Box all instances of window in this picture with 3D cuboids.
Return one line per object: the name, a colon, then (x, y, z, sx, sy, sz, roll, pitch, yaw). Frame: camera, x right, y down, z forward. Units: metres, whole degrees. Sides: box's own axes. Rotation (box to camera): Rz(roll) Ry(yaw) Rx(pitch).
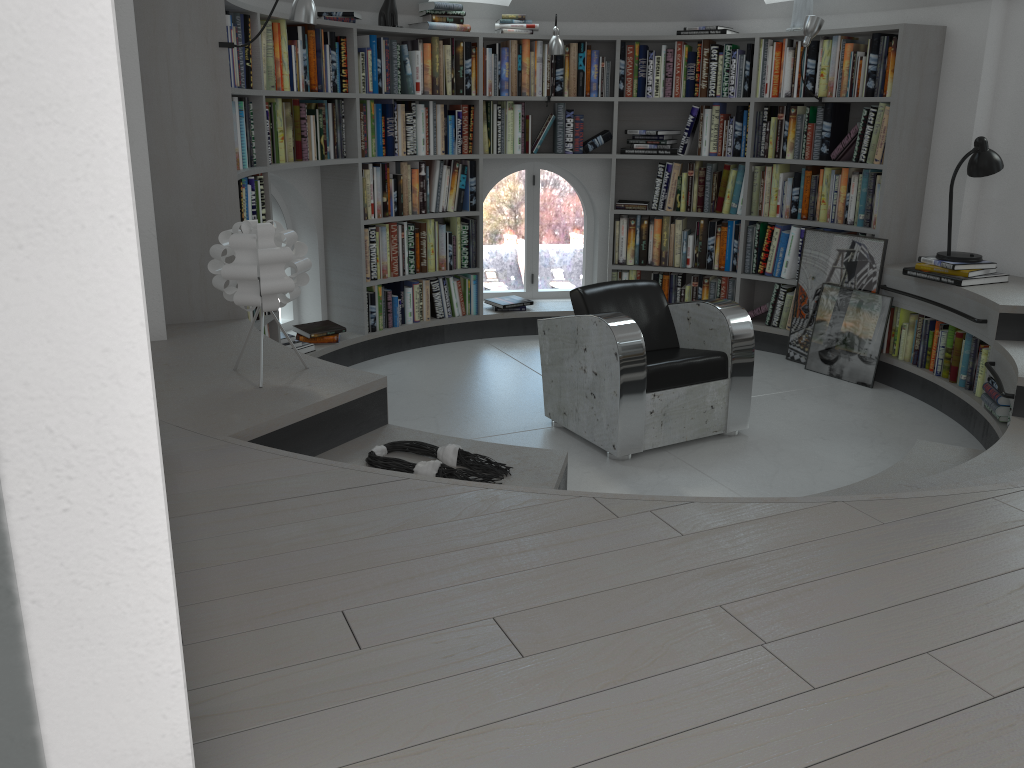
window: (-0.741, -0.961, 6.045, 3.240, 1.142, 0.620, -13, 21, -37)

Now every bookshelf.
bookshelf: (0.082, -1.189, 5.387, 4.338, 1.866, 2.123, -7, 18, -23)

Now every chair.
chair: (0.663, -0.120, 4.504, 0.824, 0.714, 0.745, -9, 19, -28)

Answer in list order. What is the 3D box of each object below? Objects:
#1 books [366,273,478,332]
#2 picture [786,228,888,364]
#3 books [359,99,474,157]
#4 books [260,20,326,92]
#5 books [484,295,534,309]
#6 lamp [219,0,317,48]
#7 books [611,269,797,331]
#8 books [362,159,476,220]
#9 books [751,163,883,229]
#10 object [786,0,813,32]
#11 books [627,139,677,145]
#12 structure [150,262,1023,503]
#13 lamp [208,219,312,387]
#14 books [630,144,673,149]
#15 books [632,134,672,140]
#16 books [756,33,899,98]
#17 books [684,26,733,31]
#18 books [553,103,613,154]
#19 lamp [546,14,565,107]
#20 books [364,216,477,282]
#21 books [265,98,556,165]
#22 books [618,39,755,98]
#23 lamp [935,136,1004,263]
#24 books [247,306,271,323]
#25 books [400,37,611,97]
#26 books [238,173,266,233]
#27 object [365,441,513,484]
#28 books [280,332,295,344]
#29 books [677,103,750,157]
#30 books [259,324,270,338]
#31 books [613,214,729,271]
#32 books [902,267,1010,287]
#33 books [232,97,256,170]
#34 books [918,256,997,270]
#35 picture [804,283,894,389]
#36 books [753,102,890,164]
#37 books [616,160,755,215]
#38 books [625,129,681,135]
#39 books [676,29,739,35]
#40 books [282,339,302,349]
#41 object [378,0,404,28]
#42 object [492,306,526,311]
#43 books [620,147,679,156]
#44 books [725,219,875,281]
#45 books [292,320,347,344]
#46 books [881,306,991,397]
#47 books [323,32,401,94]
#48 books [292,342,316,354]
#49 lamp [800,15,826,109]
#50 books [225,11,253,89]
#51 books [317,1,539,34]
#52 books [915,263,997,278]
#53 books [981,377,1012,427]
books: (-0.676, -0.586, 6.077, 1.022, 0.304, 0.289, -13, 21, -38)
picture: (2.007, -0.507, 5.525, 0.090, 0.856, 0.581, -10, 19, -33)
books: (-0.693, -1.676, 5.808, 1.031, 0.356, 0.302, -13, 21, -37)
books: (-1.308, -1.786, 4.841, 0.269, 0.370, 0.798, 6, 18, 18)
books: (-0.024, -0.599, 6.482, 0.269, 0.029, 0.254, -11, 21, -32)
lamp: (-1.008, -1.533, 3.632, 0.414, 0.309, 0.117, -8, 18, -26)
books: (1.383, -0.631, 6.263, 1.500, 0.309, 0.362, 9, 19, 26)
books: (-0.670, -1.304, 5.879, 1.001, 0.349, 0.299, -14, 22, -39)
books: (1.997, -1.213, 5.662, 0.276, 0.345, 1.025, -12, 21, -37)
object: (1.814, -2.430, 5.502, 0.179, 0.469, 0.180, -4, 17, -15)
books: (0.985, -1.703, 6.225, 0.286, 0.031, 0.271, 9, 19, 24)
structure: (0.643, -0.077, 4.385, 4.714, 0.688, 4.742, 7, 18, 20)
lamp: (-0.834, -0.281, 2.966, 0.306, 0.521, 0.307, -11, 20, -34)
books: (0.985, -1.674, 6.233, 0.286, 0.031, 0.271, 4, 17, 10)
books: (0.985, -1.733, 6.216, 0.227, 0.036, 0.215, 9, 19, 24)
books: (1.987, -1.951, 5.464, 0.293, 0.359, 1.018, -14, 22, -40)
books: (1.314, -2.369, 5.931, 0.248, 0.027, 0.234, 14, 21, 36)
books: (0.500, -1.783, 6.190, 0.399, 0.338, 0.226, -1, 16, -4)
lamp: (0.247, -2.106, 5.796, 0.113, 0.562, 0.360, -4, 17, -17)
books: (-0.663, -0.937, 5.992, 1.035, 0.354, 0.294, -13, 21, -38)
books: (-0.731, -1.589, 5.547, 2.538, 0.368, 0.593, -15, 23, -41)
books: (1.165, -2.123, 5.990, 0.970, 0.364, 0.308, 6, 17, 18)
lamp: (2.484, -1.000, 4.794, 0.322, 0.655, 0.235, -2, 16, -9)
books: (-1.312, -0.179, 4.084, 0.391, 0.690, 1.653, -4, 17, -14)
books: (-0.062, -2.120, 5.953, 1.567, 0.364, 0.396, -5, 18, -18)
books: (-1.356, -0.785, 4.184, 0.260, 0.356, 1.028, -2, 17, -7)
object: (-0.229, 0.244, 2.694, 0.474, 0.081, 0.219, 10, 19, 27)
books: (-1.437, -0.268, 5.239, 0.227, 0.036, 0.214, 15, 23, 40)
books: (1.417, -1.730, 6.027, 0.554, 0.348, 0.257, 7, 18, 21)
books: (-1.404, -0.090, 4.438, 0.283, 0.317, 0.925, -1, 17, -6)
books: (1.138, -1.024, 6.303, 0.872, 0.348, 0.274, 6, 17, 16)
books: (2.446, -0.603, 4.896, 0.366, 0.042, 0.390, -7, 19, -23)
books: (-1.398, -1.151, 4.101, 0.303, 0.345, 1.096, -2, 17, -8)
books: (2.446, -0.669, 4.878, 0.269, 0.031, 0.288, -4, 18, -14)
picture: (2.039, -0.301, 5.394, 0.107, 0.551, 0.492, -10, 19, -32)
books: (1.991, -1.581, 5.558, 0.280, 0.355, 1.057, -12, 21, -37)
books: (1.219, -1.378, 6.165, 0.974, 0.349, 0.253, 6, 17, 17)
books: (0.985, -1.763, 6.208, 0.270, 0.031, 0.287, -16, 23, -42)
books: (1.314, -2.342, 5.939, 0.336, 0.036, 0.318, 9, 19, 27)
books: (-1.437, -0.238, 5.248, 0.287, 0.031, 0.270, 15, 23, 40)
object: (-0.754, -2.340, 5.498, 0.147, 0.263, 0.203, -8, 18, -26)
object: (-0.024, -0.570, 6.490, 0.226, 0.036, 0.215, -2, 17, -7)
books: (0.984, -1.642, 6.242, 0.388, 0.042, 0.368, 5, 18, 15)
books: (1.938, -0.862, 5.806, 0.305, 0.356, 1.189, -14, 22, -41)
books: (-1.203, -0.317, 5.535, 0.318, 0.099, 0.293, -7, 18, -22)
books: (2.420, -0.205, 4.923, 0.272, 0.296, 1.156, -2, 17, -10)
books: (-0.983, -1.952, 5.422, 0.266, 0.343, 0.685, 15, 22, 40)
books: (-1.437, -0.205, 5.257, 0.389, 0.042, 0.367, 11, 20, 31)
lamp: (1.834, -1.921, 5.307, 0.276, 0.521, 0.113, -10, 19, -32)
books: (-1.380, -1.516, 3.981, 0.300, 0.358, 1.041, -2, 17, -8)
books: (-0.864, -2.168, 5.085, 0.749, 0.172, 2.829, 13, 21, 34)
books: (2.446, -0.638, 4.886, 0.287, 0.034, 0.306, -11, 21, -33)
books: (2.332, 0.139, 4.032, 0.240, 0.166, 0.670, 5, 18, 15)
